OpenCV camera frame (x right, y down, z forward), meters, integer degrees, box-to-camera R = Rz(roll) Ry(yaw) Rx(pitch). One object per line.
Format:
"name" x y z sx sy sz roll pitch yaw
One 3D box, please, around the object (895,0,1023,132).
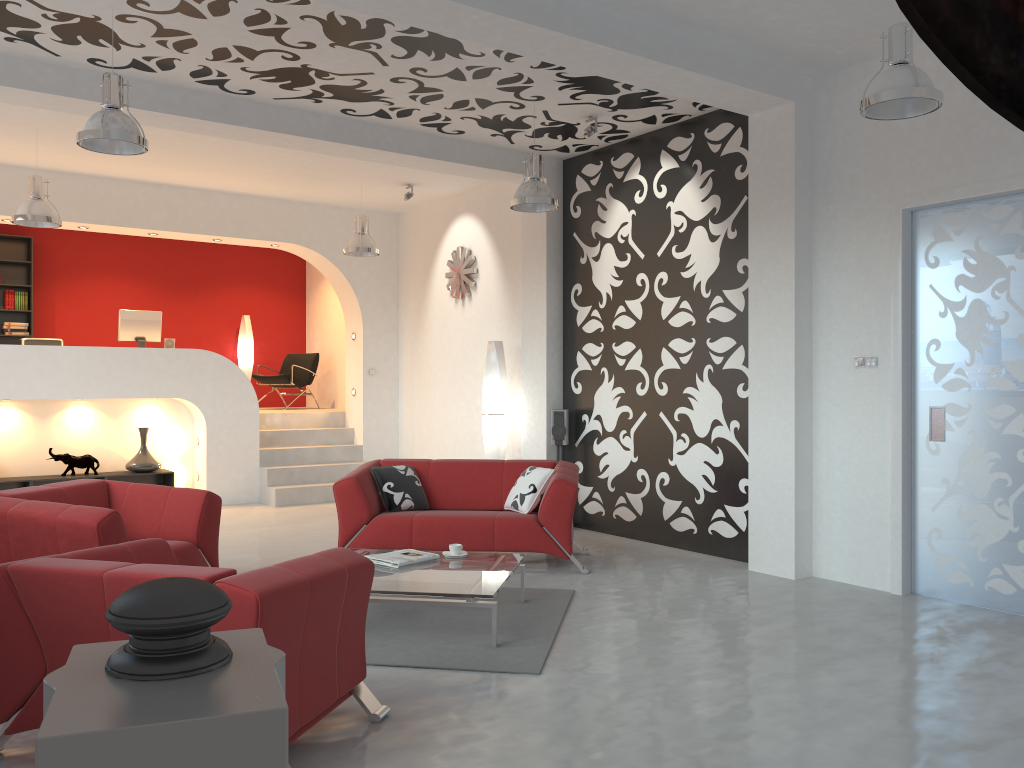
"object" 0.323 0.138 0.425 0.331 1.130 0.108 0 0 -11

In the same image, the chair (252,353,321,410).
"chair" -3.173 -0.046 12.435 0.664 0.795 0.768 0 0 30

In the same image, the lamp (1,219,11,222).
"lamp" -5.074 -1.642 8.910 0.105 0.011 0.105 0 0 43

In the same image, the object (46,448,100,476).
"object" -4.589 0.808 9.270 0.507 0.296 0.191 0 0 -20

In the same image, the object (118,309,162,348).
"object" -4.207 -0.604 10.026 0.458 0.452 0.230 0 0 -35

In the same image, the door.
"door" 3.008 0.078 5.154 0.240 2.550 1.600 0 0 -35

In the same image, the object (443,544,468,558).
"object" -0.350 1.025 5.460 0.153 0.069 0.153 0 0 -9

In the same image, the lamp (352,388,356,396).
"lamp" -1.984 0.103 11.113 0.011 0.105 0.105 0 0 -35

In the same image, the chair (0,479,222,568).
"chair" -2.439 0.984 5.286 0.951 0.738 1.288 0 0 15

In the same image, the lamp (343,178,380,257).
"lamp" -1.570 -1.752 9.251 0.379 0.800 0.379 0 0 26

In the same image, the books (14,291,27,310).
"books" -6.268 -1.047 11.296 0.146 0.240 0.170 0 0 -35

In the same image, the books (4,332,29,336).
"books" -6.286 -0.631 11.254 0.260 0.040 0.200 0 0 -34

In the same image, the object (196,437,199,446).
"object" -3.570 0.652 10.064 0.011 0.105 0.105 0 0 -35

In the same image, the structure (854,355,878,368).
"structure" 2.348 -0.147 5.894 0.016 0.080 0.170 0 0 -35

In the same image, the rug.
"rug" -0.568 1.348 5.099 1.700 0.025 1.700 0 0 10

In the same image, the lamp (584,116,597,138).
"lamp" 0.631 -2.060 7.122 0.112 0.176 0.118 0 0 7

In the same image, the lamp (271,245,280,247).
"lamp" -2.810 -1.642 10.525 0.105 0.011 0.105 0 0 43

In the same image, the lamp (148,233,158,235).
"lamp" -3.934 -1.642 9.723 0.105 0.011 0.105 0 0 43

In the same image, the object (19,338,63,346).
"object" -5.064 -0.378 9.513 0.397 0.217 0.458 0 0 -35

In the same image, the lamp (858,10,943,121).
"lamp" 1.914 -1.752 4.366 0.379 0.800 0.379 0 0 -39

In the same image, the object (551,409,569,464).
"object" 0.449 0.797 8.298 0.214 1.112 0.229 0 0 10

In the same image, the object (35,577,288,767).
"object" -0.286 0.761 0.740 0.255 1.184 0.273 0 0 -20

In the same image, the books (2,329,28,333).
"books" -6.299 -0.671 11.240 0.260 0.040 0.200 0 0 -35

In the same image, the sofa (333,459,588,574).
"sofa" -0.384 0.984 6.816 1.929 0.738 0.951 0 0 5

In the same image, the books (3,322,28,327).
"books" -6.289 -0.751 11.236 0.260 0.040 0.200 0 0 -35

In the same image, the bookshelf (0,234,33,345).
"bookshelf" -6.475 -0.754 11.094 0.816 2.213 0.305 0 0 -35

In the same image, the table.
"table" -0.571 1.203 5.087 1.162 0.286 1.097 0 0 10

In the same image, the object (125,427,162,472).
"object" -4.009 0.715 9.654 0.369 0.481 0.369 0 0 20

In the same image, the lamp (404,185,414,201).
"lamp" -1.111 -2.060 9.565 0.112 0.176 0.118 0 0 7

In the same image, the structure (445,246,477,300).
"structure" -0.584 -1.243 9.942 0.090 0.596 0.596 0 0 -35

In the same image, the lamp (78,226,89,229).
"lamp" -4.504 -1.642 9.317 0.105 0.011 0.105 0 0 43

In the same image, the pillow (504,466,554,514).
"pillow" 0.130 0.807 6.776 0.288 0.343 0.402 0 0 -28

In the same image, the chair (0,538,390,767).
"chair" -1.229 0.984 3.374 1.288 0.738 0.951 0 0 15

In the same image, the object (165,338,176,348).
"object" -3.968 -0.451 10.258 0.151 0.147 0.133 0 0 38

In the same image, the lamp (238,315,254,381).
"lamp" -3.871 -0.322 12.898 0.237 1.349 0.237 0 0 -27

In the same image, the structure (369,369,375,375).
"structure" -1.732 -0.147 10.976 0.080 0.080 0.016 0 0 -35

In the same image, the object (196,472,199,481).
"object" -3.570 1.052 10.064 0.011 0.105 0.105 0 0 -35

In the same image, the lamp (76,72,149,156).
"lamp" -2.278 -1.752 5.062 0.379 0.800 0.379 0 0 -7

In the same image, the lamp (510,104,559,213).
"lamp" 0.172 -1.752 6.809 0.379 0.800 0.379 0 0 -43

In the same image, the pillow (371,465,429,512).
"pillow" -0.864 0.807 6.860 0.402 0.343 0.288 0 0 -43

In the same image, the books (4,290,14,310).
"books" -6.366 -1.055 11.226 0.090 0.256 0.181 0 0 -35

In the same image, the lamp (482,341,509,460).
"lamp" -0.165 0.463 8.822 0.313 1.779 0.313 0 0 -27

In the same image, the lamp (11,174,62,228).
"lamp" -4.020 -1.752 7.504 0.379 0.800 0.379 0 0 26

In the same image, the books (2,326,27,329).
"books" -6.302 -0.711 11.237 0.260 0.040 0.200 0 0 -36

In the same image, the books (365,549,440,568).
"books" -0.661 1.042 5.321 0.345 0.035 0.367 0 0 45

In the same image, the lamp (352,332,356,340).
"lamp" -1.984 -0.597 11.113 0.011 0.105 0.105 0 0 -35

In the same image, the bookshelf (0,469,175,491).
"bookshelf" -4.912 1.154 9.009 2.764 0.397 0.405 0 0 -35

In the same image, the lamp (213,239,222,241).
"lamp" -3.364 -1.642 10.129 0.105 0.011 0.105 0 0 43

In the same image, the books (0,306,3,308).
"books" -6.505 -0.964 11.137 0.190 0.015 0.135 0 0 -30
